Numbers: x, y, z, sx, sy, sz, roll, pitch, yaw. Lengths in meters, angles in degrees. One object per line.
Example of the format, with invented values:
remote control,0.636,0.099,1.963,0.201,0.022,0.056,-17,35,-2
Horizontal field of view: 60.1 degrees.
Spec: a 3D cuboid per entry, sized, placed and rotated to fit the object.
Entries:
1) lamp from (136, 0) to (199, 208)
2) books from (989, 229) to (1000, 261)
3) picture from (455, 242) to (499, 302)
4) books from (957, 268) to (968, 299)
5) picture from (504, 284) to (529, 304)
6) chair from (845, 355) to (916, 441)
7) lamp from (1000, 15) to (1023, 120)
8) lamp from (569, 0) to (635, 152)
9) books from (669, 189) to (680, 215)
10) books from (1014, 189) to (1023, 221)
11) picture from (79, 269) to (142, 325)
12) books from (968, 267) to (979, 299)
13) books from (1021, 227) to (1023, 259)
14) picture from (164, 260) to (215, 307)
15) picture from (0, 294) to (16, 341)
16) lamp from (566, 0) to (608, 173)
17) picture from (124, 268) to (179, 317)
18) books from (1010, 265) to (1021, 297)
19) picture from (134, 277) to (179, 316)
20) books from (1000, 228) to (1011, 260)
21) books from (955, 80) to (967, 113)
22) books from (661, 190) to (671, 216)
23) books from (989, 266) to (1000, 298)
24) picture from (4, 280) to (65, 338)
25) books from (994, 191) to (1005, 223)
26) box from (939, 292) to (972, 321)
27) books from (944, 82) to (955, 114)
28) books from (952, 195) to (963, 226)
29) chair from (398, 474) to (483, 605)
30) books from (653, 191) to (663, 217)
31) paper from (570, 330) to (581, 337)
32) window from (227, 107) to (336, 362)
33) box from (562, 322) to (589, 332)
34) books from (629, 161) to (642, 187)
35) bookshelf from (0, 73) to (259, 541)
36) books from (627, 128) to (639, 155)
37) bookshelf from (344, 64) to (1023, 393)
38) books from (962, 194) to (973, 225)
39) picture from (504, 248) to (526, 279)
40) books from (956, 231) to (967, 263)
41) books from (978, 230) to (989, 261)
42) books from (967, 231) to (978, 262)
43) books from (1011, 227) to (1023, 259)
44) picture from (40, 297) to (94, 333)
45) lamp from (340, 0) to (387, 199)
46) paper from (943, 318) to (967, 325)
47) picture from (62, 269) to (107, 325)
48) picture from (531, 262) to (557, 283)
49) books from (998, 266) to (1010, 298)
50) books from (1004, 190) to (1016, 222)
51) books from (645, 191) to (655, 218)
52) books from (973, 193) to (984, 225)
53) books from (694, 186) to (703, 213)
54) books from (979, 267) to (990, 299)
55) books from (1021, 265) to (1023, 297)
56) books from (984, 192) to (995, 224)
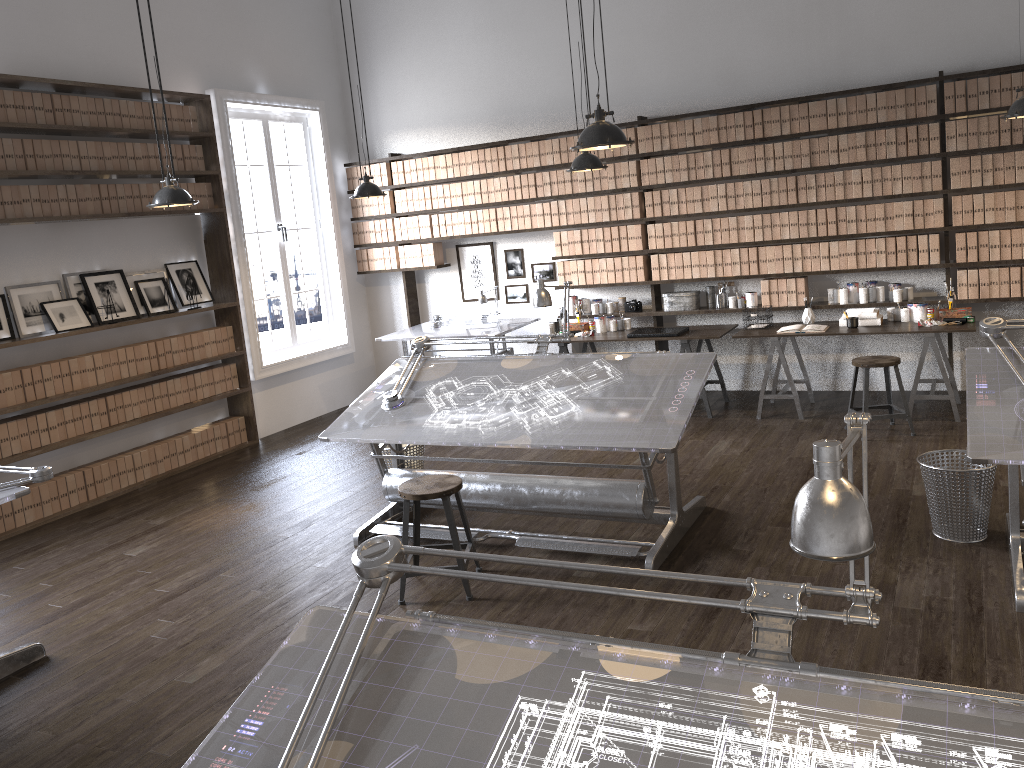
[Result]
lamp,-2.225,-2.214,5.372,0.310,2.237,0.315,-5,8,7
books,3.569,-1.026,6.551,0.066,0.224,0.176,-2,10,27
picture,-0.341,-1.101,8.743,0.415,0.571,0.040,-1,9,28
books,3.403,-0.754,6.689,0.066,0.224,0.176,-2,10,27
picture,0.048,-0.873,8.596,0.251,0.182,0.023,-1,9,27
chair,2.539,0.088,6.153,0.371,0.524,0.361,-6,9,1
lamp,2.905,-2.662,5.000,0.314,2.237,0.311,-12,10,-37
lamp,0.317,-2.223,4.055,0.314,2.237,0.311,-13,10,-41
books,1.410,-1.553,7.569,0.066,0.224,0.176,-2,10,27
books,3.696,-1.297,6.438,0.066,0.224,0.176,-2,10,27
picture,-3.044,-0.662,6.723,0.148,0.388,0.376,-2,10,27
books,3.466,-0.754,6.653,0.066,0.224,0.176,-2,10,27
books,3.754,-1.026,6.453,0.067,0.224,0.176,-2,10,27
picture,-2.704,-0.848,7.432,0.160,0.362,0.346,-1,10,27
picture,-3.509,-0.434,5.960,0.058,0.313,0.269,-2,10,27
lamp,0.433,-2.653,6.281,0.310,2.237,0.315,-5,8,7
picture,-2.900,-0.733,7.112,0.095,0.358,0.437,-2,10,27
books,3.711,-0.755,6.528,0.067,0.224,0.176,-2,10,27
picture,-2.854,-0.702,7.108,0.127,0.288,0.292,-2,10,27
books,3.634,-1.027,6.522,0.066,0.224,0.176,-2,10,28
books,3.291,-2.101,6.490,0.067,0.224,0.176,-2,10,27
books,1.349,-1.554,7.606,0.066,0.224,0.176,-2,10,27
books,3.588,-0.755,6.595,0.066,0.224,0.176,-2,10,27
picture,-3.335,-0.533,6.260,0.083,0.363,0.419,-2,10,27
books,3.577,-1.296,6.499,0.066,0.224,0.176,-2,10,27
box,3.250,-0.569,6.491,0.212,0.206,0.138,-1,10,28
books,3.228,-2.101,6.529,0.066,0.224,0.176,-2,10,28
books,3.333,-1.296,6.628,0.066,0.224,0.176,-2,10,27
chair,-0.365,0.735,4.266,0.358,0.524,0.374,-5,9,6
books,1.280,-1.553,7.635,0.067,0.224,0.176,-2,10,28
paper,0.518,-0.441,7.753,0.155,0.038,0.139,-3,11,13
window,-2.184,-1.393,8.306,0.153,2.293,1.254,-2,9,27
box,0.570,-0.499,7.892,0.212,0.083,0.139,0,11,27
books,1.084,-1.821,7.686,0.067,0.224,0.176,-2,10,27
bookshelf,-3.082,-0.338,6.673,0.412,3.697,2.493,-2,10,27
books,1.062,-2.092,7.645,0.066,0.224,0.176,-2,10,28
bookshelf,2.611,-0.749,7.199,9.172,3.185,0.376,0,9,27
books,3.394,-1.295,6.594,0.066,0.224,0.176,-2,10,27
picture,0.029,-1.161,8.553,0.201,0.282,0.022,-1,9,27
books,3.376,-1.026,6.656,0.066,0.224,0.176,-2,10,27
books,3.508,-1.027,6.587,0.066,0.224,0.176,-2,10,27
books,3.439,-1.025,6.617,0.067,0.224,0.176,-2,10,28
books,3.697,-1.027,6.489,0.066,0.224,0.176,-2,10,28
picture,-3.195,-0.495,6.364,0.144,0.227,0.302,-1,11,27
lamp,-1.297,-2.646,7.173,0.310,2.237,0.315,-5,8,7
paper,3.176,-0.451,6.375,0.155,0.038,0.138,4,14,42
picture,-3.147,-0.643,6.636,0.091,0.403,0.372,-2,10,27
picture,0.303,-1.062,8.428,0.251,0.182,0.023,-1,9,27
books,3.647,-0.756,6.567,0.066,0.224,0.176,-2,10,28
books,3.634,-1.295,6.464,0.067,0.224,0.176,-2,10,28
books,1.216,-1.553,7.674,0.066,0.224,0.176,-2,10,27
books,3.455,-1.295,6.558,0.067,0.224,0.176,-2,10,28
books,1.595,-1.553,7.471,0.067,0.224,0.176,-2,10,27
books,3.530,-0.754,6.620,0.067,0.224,0.176,-2,10,28
books,3.780,-0.756,6.498,0.066,0.224,0.176,-2,10,28
books,3.520,-1.295,6.526,0.066,0.224,0.176,-2,10,27
